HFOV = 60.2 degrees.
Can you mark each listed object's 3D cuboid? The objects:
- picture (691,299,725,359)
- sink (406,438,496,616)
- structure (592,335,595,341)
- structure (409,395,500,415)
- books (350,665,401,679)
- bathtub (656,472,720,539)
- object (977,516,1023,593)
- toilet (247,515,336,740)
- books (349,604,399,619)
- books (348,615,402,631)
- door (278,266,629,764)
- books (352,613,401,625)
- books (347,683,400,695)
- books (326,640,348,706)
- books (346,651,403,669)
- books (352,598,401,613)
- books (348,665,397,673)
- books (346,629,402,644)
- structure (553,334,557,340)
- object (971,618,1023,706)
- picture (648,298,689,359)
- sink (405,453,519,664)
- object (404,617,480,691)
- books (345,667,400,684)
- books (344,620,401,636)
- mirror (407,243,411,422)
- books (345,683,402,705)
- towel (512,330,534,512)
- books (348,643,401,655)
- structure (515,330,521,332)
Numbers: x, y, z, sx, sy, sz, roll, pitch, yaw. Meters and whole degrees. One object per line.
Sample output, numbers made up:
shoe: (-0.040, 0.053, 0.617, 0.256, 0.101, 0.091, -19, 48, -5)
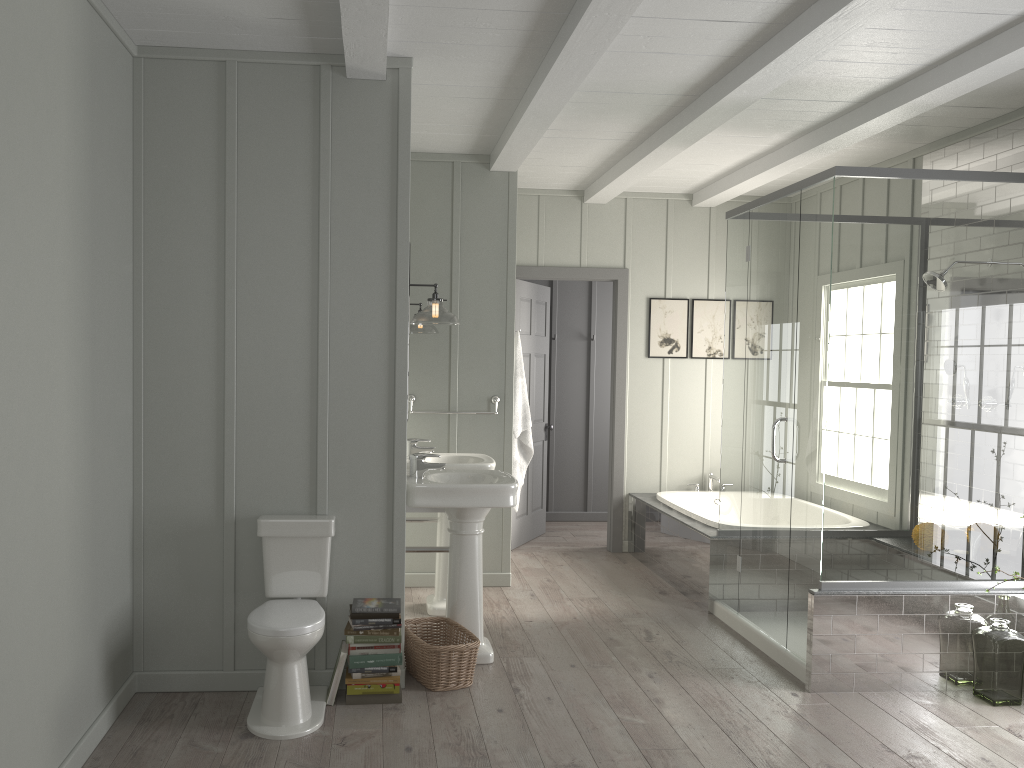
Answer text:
picture: (1.546, -0.425, 6.856, 0.311, 0.462, 0.012, 1, 2, -5)
sink: (-0.394, 0.826, 5.200, 0.563, 1.014, 0.573, 1, 2, -7)
structure: (0.739, -0.422, 8.120, 0.019, 0.051, 0.136, 1, 2, -9)
structure: (-0.374, 0.133, 5.674, 0.599, 0.123, 0.055, 1, 2, -5)
books: (-0.601, 1.239, 3.845, 0.203, 0.025, 0.152, 0, 2, -16)
bathtub: (1.652, 0.951, 6.125, 1.042, 0.490, 1.570, 1, 2, -8)
object: (2.305, 0.851, 3.841, 0.512, 1.117, 0.277, 1, 2, -7)
toilet: (-0.911, 0.974, 3.650, 0.329, 0.787, 0.528, 1, 2, -7)
books: (-0.597, 0.982, 3.822, 0.205, 0.024, 0.151, 1, 2, -10)
books: (-0.596, 1.031, 3.836, 0.203, 0.025, 0.152, 0, 2, -17)
door: (0.525, 0.291, 3.667, 4.231, 2.198, 7.827, 1, 2, -8)
books: (-0.586, 1.007, 3.824, 0.206, 0.024, 0.151, 1, 2, -7)
books: (-0.604, 1.296, 3.835, 0.221, 0.041, 0.163, 1, 2, -8)
books: (-0.754, 1.250, 3.824, 0.091, 0.235, 0.171, 1, 2, -8)
books: (-0.603, 1.176, 3.835, 0.224, 0.053, 0.161, 0, 2, -16)
books: (-0.585, 0.958, 3.822, 0.206, 0.024, 0.150, 1, 2, -5)
books: (-0.603, 1.215, 3.832, 0.206, 0.024, 0.150, 1, 2, -6)
books: (-0.599, 1.082, 3.830, 0.234, 0.032, 0.171, 1, 2, -6)
structure: (0.386, -0.427, 8.083, 0.019, 0.051, 0.136, 1, 2, -9)
object: (2.157, 1.226, 3.920, 0.161, 0.361, 0.164, 1, 2, -9)
picture: (1.210, -0.430, 6.828, 0.311, 0.462, 0.012, 1, 2, -5)
sink: (-0.271, 0.849, 4.392, 0.563, 1.014, 0.573, 1, 2, -7)
object: (-0.342, 1.253, 4.110, 0.284, 0.221, 0.477, 0, 2, -26)
books: (-0.604, 1.263, 3.836, 0.231, 0.024, 0.149, 1, 2, -6)
books: (-0.600, 1.055, 3.828, 0.233, 0.024, 0.148, 1, 2, 0)
mirror: (-0.515, -0.248, 4.310, 0.015, 0.885, 0.427, 1, 2, -9)
books: (-0.604, 1.340, 3.849, 0.237, 0.049, 0.165, 1, 2, -9)
towel: (0.066, 0.248, 5.922, 0.161, 1.205, 0.319, 1, 2, -3)
books: (-0.602, 1.124, 3.838, 0.221, 0.052, 0.157, 1, 2, -11)
structure: (0.020, -0.350, 5.884, 0.079, 0.056, 0.057, 1, 2, -6)
